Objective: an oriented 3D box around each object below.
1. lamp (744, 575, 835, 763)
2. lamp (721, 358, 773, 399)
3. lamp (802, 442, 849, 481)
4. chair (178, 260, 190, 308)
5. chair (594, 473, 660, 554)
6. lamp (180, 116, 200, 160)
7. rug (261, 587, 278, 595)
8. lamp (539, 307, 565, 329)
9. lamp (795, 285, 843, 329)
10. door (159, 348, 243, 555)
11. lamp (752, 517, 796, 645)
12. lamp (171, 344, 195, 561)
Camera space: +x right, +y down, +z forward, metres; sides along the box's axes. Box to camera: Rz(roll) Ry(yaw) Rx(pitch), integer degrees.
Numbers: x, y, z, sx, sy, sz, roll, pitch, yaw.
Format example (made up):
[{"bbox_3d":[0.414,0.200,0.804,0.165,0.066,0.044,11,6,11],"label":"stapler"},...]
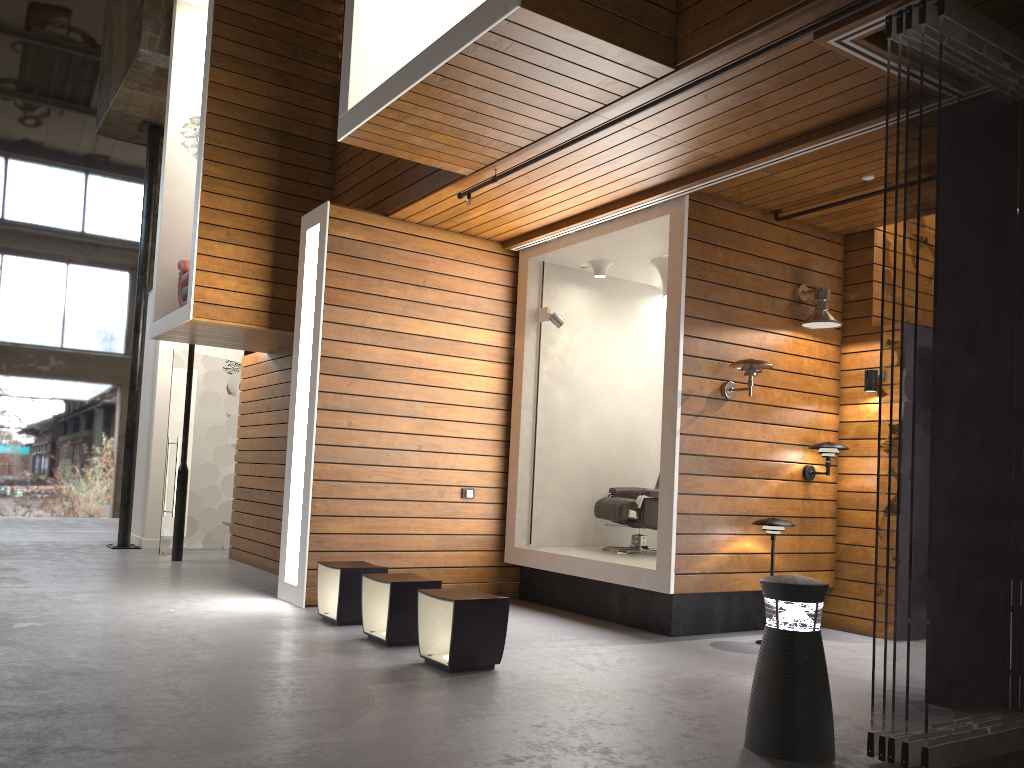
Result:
[{"bbox_3d":[1.135,1.126,3.594,0.349,0.694,0.348,5,-4,-27],"label":"lamp"},{"bbox_3d":[1.611,-0.039,6.067,0.288,0.270,0.352,6,-6,-33],"label":"lamp"},{"bbox_3d":[2.318,0.569,6.537,0.288,0.296,0.327,6,-6,-33],"label":"lamp"},{"bbox_3d":[-2.543,-1.047,8.331,0.955,0.934,1.202,6,-6,-33],"label":"chair"},{"bbox_3d":[1.188,0.901,7.551,0.826,1.068,0.757,4,-5,-18],"label":"chair"},{"bbox_3d":[-2.785,-2.957,8.276,0.512,1.769,0.489,1,-4,20],"label":"lamp"},{"bbox_3d":[-1.351,1.798,7.761,1.581,0.014,0.541,7,-7,-33],"label":"rug"},{"bbox_3d":[0.332,-0.562,7.515,0.248,0.188,0.130,0,-5,25],"label":"lamp"},{"bbox_3d":[2.261,-0.589,6.519,0.295,0.330,0.346,6,-6,-31],"label":"lamp"},{"bbox_3d":[-3.629,0.813,10.448,0.146,2.297,1.290,2,-4,19],"label":"door"},{"bbox_3d":[1.774,1.339,6.047,0.288,0.860,0.288,0,-5,42],"label":"lamp"},{"bbox_3d":[-3.473,0.478,9.438,0.630,2.939,0.632,2,-3,8],"label":"lamp"}]
